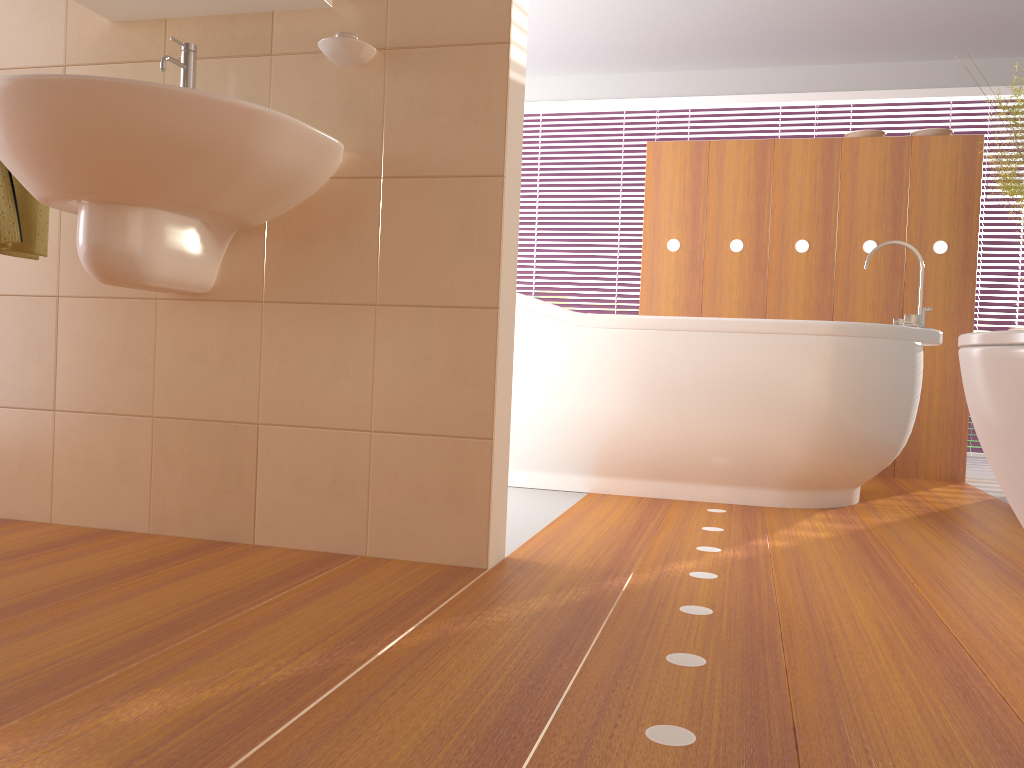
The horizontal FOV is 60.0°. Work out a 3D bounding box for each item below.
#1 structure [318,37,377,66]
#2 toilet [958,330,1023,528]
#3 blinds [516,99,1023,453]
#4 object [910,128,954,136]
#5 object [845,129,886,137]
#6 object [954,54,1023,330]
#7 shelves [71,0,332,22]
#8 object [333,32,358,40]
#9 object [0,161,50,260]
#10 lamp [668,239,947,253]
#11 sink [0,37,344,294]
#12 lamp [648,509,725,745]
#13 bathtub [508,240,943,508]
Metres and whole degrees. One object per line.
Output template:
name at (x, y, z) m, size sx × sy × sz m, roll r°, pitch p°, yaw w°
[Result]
structure at (-0.349, -0.686, 1.832) m, size 0.117 × 0.029 × 0.092 m, roll 3°, pitch 1°, yaw 15°
toilet at (0.727, 0.157, 0.878) m, size 0.534 × 0.400 × 0.375 m, roll 3°, pitch 1°, yaw 15°
blinds at (1.320, -0.684, 5.448) m, size 4.712 × 2.022 × 0.032 m, roll 3°, pitch 1°, yaw 15°
object at (1.836, -1.076, 3.883) m, size 0.173 × 0.046 × 0.173 m, roll 3°, pitch 1°, yaw 15°
object at (1.573, -1.089, 3.952) m, size 0.173 × 0.046 × 0.173 m, roll 3°, pitch 1°, yaw 15°
object at (2.161, -0.341, 3.289) m, size 1.335 × 1.557 × 0.683 m, roll 1°, pitch 2°, yaw -43°
shelves at (-0.665, -0.837, 1.891) m, size 0.554 × 0.050 × 0.138 m, roll 3°, pitch 1°, yaw 15°
object at (-0.346, -0.708, 1.832) m, size 0.050 × 0.023 × 0.075 m, roll 2°, pitch 2°, yaw -21°
object at (-1.062, -0.428, 1.894) m, size 0.085 × 0.306 × 0.181 m, roll 3°, pitch 2°, yaw 31°
lamp at (1.276, -0.606, 3.899) m, size 1.169 × 0.052 × 0.001 m, roll 3°, pitch 1°, yaw 15°
sink at (-0.732, -0.452, 1.708) m, size 0.683 × 0.516 × 0.539 m, roll 3°, pitch 1°, yaw 15°
lamp at (-1.247, 0.329, 1.717) m, size 3.173 × 0.001 × 2.893 m, roll 3°, pitch 1°, yaw 15°
bathtub at (0.551, -0.081, 3.251) m, size 1.874 × 0.900 × 0.888 m, roll 3°, pitch 1°, yaw 15°
